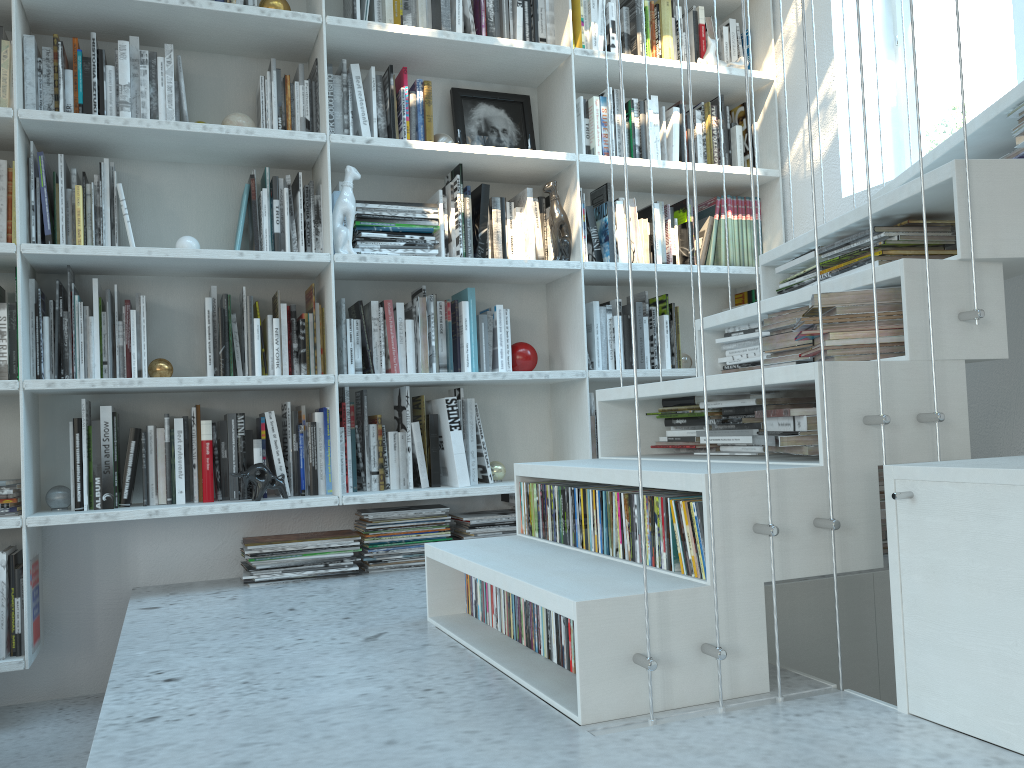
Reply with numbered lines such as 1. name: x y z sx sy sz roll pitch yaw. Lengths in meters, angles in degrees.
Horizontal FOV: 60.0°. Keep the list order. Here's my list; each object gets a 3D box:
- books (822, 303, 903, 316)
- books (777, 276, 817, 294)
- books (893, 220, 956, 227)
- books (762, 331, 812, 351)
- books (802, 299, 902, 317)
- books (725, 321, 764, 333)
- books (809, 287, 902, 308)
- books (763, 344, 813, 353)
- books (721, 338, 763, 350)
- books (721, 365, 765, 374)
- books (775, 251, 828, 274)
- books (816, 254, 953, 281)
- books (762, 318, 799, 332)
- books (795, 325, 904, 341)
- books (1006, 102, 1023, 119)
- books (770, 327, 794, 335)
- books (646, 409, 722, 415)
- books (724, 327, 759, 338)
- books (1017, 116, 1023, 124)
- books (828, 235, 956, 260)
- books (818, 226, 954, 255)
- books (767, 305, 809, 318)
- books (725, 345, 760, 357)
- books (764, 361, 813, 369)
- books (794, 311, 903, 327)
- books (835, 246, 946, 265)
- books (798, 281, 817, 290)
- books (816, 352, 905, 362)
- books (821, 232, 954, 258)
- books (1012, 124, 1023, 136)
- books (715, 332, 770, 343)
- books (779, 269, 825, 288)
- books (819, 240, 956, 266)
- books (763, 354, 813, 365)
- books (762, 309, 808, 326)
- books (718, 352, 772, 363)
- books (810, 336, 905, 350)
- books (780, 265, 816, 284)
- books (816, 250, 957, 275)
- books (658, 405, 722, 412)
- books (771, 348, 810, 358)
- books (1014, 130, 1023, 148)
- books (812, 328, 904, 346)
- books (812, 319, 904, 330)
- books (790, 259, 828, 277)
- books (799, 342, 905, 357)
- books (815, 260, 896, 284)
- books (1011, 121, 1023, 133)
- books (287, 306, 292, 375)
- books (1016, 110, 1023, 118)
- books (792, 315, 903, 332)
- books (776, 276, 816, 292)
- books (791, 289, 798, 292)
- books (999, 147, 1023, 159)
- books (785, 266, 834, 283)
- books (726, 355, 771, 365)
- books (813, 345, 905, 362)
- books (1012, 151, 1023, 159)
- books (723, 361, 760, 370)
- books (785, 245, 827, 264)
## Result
1. books: 0.713 -0.139 1.747 0.184 0.016 0.179 -3 -3 7
2. books: 0.834 -0.260 2.317 0.184 0.006 0.262 -2 -3 -6
3. books: 0.868 -0.336 2.027 0.134 0.007 0.298 -2 -3 -12
4. books: 0.696 -0.100 1.979 0.178 0.035 0.222 -2 -3 -17
5. books: 0.709 -0.150 1.732 0.254 0.005 0.161 -3 -3 11
6. books: 0.666 -0.147 2.275 0.157 0.014 0.180 -1 -3 -23
7. books: 0.710 -0.164 1.741 0.234 0.025 0.157 -3 -3 16
8. books: 0.696 -0.080 1.982 0.188 0.005 0.181 -1 -3 -21
9. books: 0.670 -0.106 2.275 0.149 0.017 0.240 -1 -3 -23
10. books: 0.679 -0.039 2.274 0.136 0.017 0.288 -1 -3 -23
11. books: 0.827 -0.318 2.319 0.190 0.015 0.230 -2 -3 -7
12. books: 0.840 -0.262 2.018 0.191 0.014 0.244 -2 -3 -8
13. books: 0.691 -0.135 1.993 0.218 0.012 0.156 -2 -3 -5
14. books: 0.711 -0.103 1.729 0.295 0.006 0.146 -3 -3 13
15. books: 1.159 -0.560 1.734 0.300 0.007 0.159 -3 -3 4
16. books: 0.685 -0.122 2.011 0.159 0.012 0.129 -2 -3 -6
17. books: 0.468 0.069 2.206 0.198 0.006 0.188 -1 -3 -25
18. books: 0.664 -0.132 2.274 0.157 0.014 0.180 -1 -3 -25
19. books: 1.160 -0.540 1.742 0.262 0.016 0.132 -3 -3 2
20. books: 0.860 -0.306 2.024 0.144 0.011 0.257 -2 -3 -14
21. books: 0.841 -0.325 2.021 0.191 0.013 0.243 -2 -3 -10
22. books: 0.687 -0.162 2.000 0.155 0.009 0.155 -1 -3 -21
23. books: 0.676 -0.089 2.276 0.143 0.019 0.231 -1 -3 -22
24. books: 0.686 -0.041 2.017 0.184 0.016 0.128 -2 -3 -14
25. books: 0.710 -0.128 1.729 0.295 0.007 0.146 -3 -3 13
26. books: 0.858 -0.286 2.023 0.154 0.014 0.197 -2 -3 -8
27. books: 0.835 -0.244 2.317 0.166 0.018 0.264 -2 -3 -2
28. books: 0.717 -0.047 1.748 0.206 0.012 0.183 -3 -3 6
29. books: 0.850 -0.315 2.023 0.174 0.009 0.240 -2 -3 -12
30. books: 1.160 -0.523 1.727 0.290 0.006 0.149 -3 -3 8
31. books: 0.655 -0.120 2.269 0.173 0.011 0.203 -1 -3 -26
32. books: 0.832 -0.275 2.318 0.171 0.011 0.232 -2 -3 -10
33. books: 0.847 -0.296 2.021 0.176 0.007 0.254 -2 -3 -13
34. books: 0.694 -0.058 1.990 0.200 0.014 0.177 -2 -3 -17
35. books: 0.690 -0.150 1.995 0.166 0.017 0.190 -1 -3 -19
36. books: 0.675 -0.073 2.275 0.145 0.012 0.297 -1 -3 -22
37. books: 0.714 -0.079 1.741 0.222 0.011 0.180 -3 -3 10
38. books: 0.833 -0.291 2.319 0.168 0.005 0.292 -2 -3 -3
39. books: 0.847 -0.274 2.020 0.187 0.009 0.261 -2 -3 -11
40. books: 0.487 0.060 2.214 0.160 0.012 0.195 -1 -3 -24
41. books: 0.689 -0.070 2.005 0.139 0.013 0.155 -1 -3 -19
42. books: 1.155 -0.509 1.716 0.262 0.023 0.200 -3 -3 6
43. books: 0.711 -0.092 1.728 0.214 0.014 0.138 -3 -3 6
44. books: 0.713 -0.111 1.744 0.232 0.011 0.171 -3 -3 15
45. books: 0.854 -0.303 2.321 0.136 0.017 0.298 -2 -3 -5
46. books: 0.717 -0.069 1.754 0.254 0.007 0.189 -3 -3 6
47. books: 0.841 -0.249 2.018 0.182 0.013 0.287 -2 -3 -7
48. books: 1.160 -0.529 1.730 0.285 0.007 0.159 -3 -3 5
49. books: -0.727 -0.127 2.848 0.016 0.230 0.138 -2 -3 -21
50. books: 1.158 -0.553 1.720 0.266 0.008 0.163 -2 -3 -1
51. books: 0.710 -0.120 1.729 0.295 0.007 0.146 -3 -3 9
52. books: 0.831 -0.266 2.317 0.170 0.006 0.268 -2 -3 -10
53. books: 0.843 -0.255 2.318 0.152 0.005 0.293 -2 -3 -9
54. books: 1.194 -0.508 1.969 0.182 0.016 0.199 -2 -3 0
55. books: 0.834 -0.285 2.319 0.162 0.008 0.290 -2 -3 -2
56. books: 0.667 -0.062 2.271 0.160 0.010 0.179 -1 -3 -18
57. books: 0.716 -0.060 1.743 0.215 0.013 0.189 -3 -3 11
58. books: 1.196 -0.497 1.968 0.192 0.006 0.299 -3 -3 4
59. books: 0.676 -0.052 2.274 0.138 0.010 0.254 -1 -3 -24
60. books: 0.836 -0.333 2.321 0.165 0.014 0.236 -2 -3 -4
